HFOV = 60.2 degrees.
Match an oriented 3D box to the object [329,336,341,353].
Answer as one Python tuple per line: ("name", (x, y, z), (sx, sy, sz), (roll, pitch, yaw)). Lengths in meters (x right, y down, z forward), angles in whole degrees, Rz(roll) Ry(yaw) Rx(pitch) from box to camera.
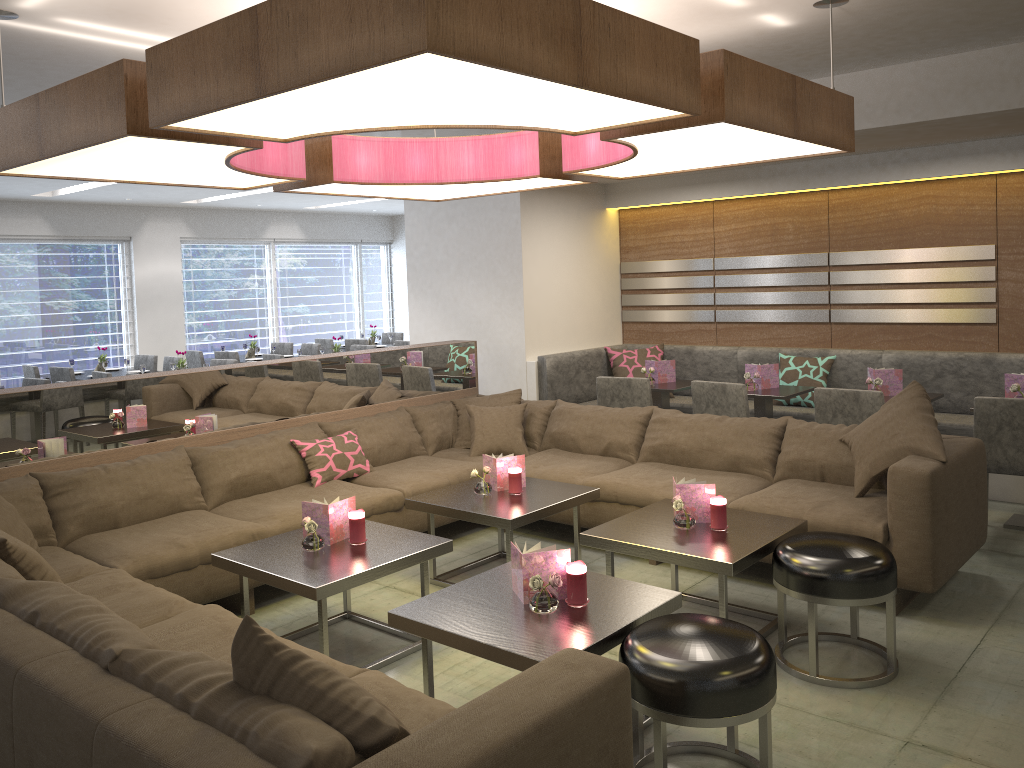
("object", (-1.807, -0.358, 9.088), (0.155, 0.275, 0.104), (1, 4, 38))

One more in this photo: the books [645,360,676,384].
("books", (1.060, -0.090, 6.317), (0.158, 0.164, 0.143), (-5, 5, -29))

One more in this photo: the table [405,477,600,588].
("table", (-0.035, 0.723, 4.201), (0.658, 0.410, 0.661), (3, 7, 41))

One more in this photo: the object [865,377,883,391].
("object", (2.126, 0.020, 5.182), (0.094, 0.125, 0.102), (-2, 4, 5))

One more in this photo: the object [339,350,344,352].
("object", (-1.718, -0.271, 8.903), (0.053, 0.139, 0.053), (-2, 3, -1))

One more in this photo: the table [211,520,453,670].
("table", (-0.687, 0.837, 3.443), (0.658, 0.410, 0.661), (3, 7, 41))

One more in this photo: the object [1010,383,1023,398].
("object", (2.700, 0.057, 4.693), (0.095, 0.125, 0.105), (1, 5, 41))

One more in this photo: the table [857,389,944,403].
("table", (2.218, 0.399, 5.231), (0.506, 0.652, 0.508), (1, 5, 41))

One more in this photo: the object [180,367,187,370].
("object", (-2.827, -0.078, 7.614), (0.053, 0.139, 0.053), (-2, 3, -1))

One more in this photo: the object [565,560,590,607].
("object", (0.201, 0.617, 2.739), (0.075, 0.128, 0.076), (-2, 3, 3))

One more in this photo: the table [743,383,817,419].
("table", (1.637, 0.360, 5.731), (0.506, 0.652, 0.508), (1, 5, 41))

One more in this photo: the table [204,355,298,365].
("table", (-2.925, 0.017, 10.109), (1.190, 0.632, 0.781), (3, 7, 41))

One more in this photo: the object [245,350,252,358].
("object", (-3.007, -0.349, 10.120), (0.070, 0.099, 0.204), (-1, 6, 11))

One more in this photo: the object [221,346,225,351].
("object", (-3.358, -0.374, 10.276), (0.053, 0.139, 0.053), (-2, 3, -1))

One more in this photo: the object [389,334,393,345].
("object", (-1.572, -0.580, 11.467), (0.053, 0.139, 0.053), (-2, 3, -1))

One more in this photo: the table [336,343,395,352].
("table", (-1.766, -0.184, 11.457), (1.190, 0.632, 0.781), (3, 7, 41))

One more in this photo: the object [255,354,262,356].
("object", (-3.029, -0.342, 10.428), (0.217, 0.015, 0.218), (0, 7, 19))

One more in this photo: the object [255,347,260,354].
("object", (-2.850, -0.349, 9.908), (0.053, 0.139, 0.053), (-2, 3, -1))

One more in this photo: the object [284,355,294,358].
("object", (-2.585, -0.313, 10.046), (0.217, 0.015, 0.218), (0, 7, 19))

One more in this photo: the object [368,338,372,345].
("object", (-1.847, -0.550, 11.468), (0.070, 0.099, 0.204), (-1, 6, 11))

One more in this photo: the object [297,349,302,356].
("object", (-2.226, -0.296, 9.272), (0.053, 0.139, 0.053), (-2, 3, -1))

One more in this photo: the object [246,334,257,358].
("object", (-2.958, -0.434, 10.078), (0.155, 0.275, 0.104), (1, 4, 38))

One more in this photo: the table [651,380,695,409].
("table", (1.056, 0.322, 6.231), (0.506, 0.652, 0.508), (1, 5, 41))

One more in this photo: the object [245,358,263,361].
("object", (-2.836, -0.269, 9.754), (0.217, 0.015, 0.218), (0, 7, 19))

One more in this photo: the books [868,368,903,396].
("books", (2.238, -0.013, 5.304), (0.157, 0.164, 0.144), (-2, 4, 6))

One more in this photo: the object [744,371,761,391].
("object", (1.542, -0.020, 5.693), (0.110, 0.125, 0.092), (-3, 4, -17))

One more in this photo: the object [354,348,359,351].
("object", (-1.598, -0.300, 9.116), (0.053, 0.139, 0.053), (-2, 3, -1))

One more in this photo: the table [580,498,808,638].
("table", (0.737, 0.774, 3.538), (0.658, 0.410, 0.661), (3, 7, 41))

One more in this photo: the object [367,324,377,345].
("object", (-1.799, -0.635, 11.426), (0.155, 0.275, 0.104), (1, 4, 38))

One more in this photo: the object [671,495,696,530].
("object", (0.683, 0.509, 3.516), (0.095, 0.128, 0.107), (-2, 4, 1))

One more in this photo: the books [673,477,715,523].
("books", (0.751, 0.478, 3.647), (0.157, 0.164, 0.144), (-2, 4, 6))

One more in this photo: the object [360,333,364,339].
("object", (-2.010, -0.608, 11.844), (0.053, 0.139, 0.053), (-2, 3, -1))

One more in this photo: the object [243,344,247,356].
("object", (-3.168, -0.407, 10.497), (0.053, 0.139, 0.053), (-2, 3, -1))

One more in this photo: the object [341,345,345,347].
("object", (-2.120, -0.500, 11.483), (0.217, 0.015, 0.218), (0, 7, 19))

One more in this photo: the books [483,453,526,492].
("books", (-0.038, 0.426, 4.329), (0.158, 0.164, 0.143), (-5, 5, -29))

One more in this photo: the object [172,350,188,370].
("object", (-2.921, -0.165, 7.793), (0.155, 0.275, 0.104), (1, 4, 38))

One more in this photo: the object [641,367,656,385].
("object", (0.957, -0.057, 6.187), (0.107, 0.125, 0.095), (-3, 4, -6))

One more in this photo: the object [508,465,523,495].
("object", (0.015, 0.454, 4.178), (0.075, 0.128, 0.076), (-1, 4, 13))

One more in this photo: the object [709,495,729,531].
("object", (0.813, 0.507, 3.482), (0.075, 0.128, 0.076), (-2, 3, 3))

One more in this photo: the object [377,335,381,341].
("object", (-1.692, -0.550, 11.254), (0.053, 0.139, 0.053), (-2, 3, -1))

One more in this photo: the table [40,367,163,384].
("table", (-4.039, 0.211, 8.814), (1.190, 0.632, 0.781), (3, 7, 41))

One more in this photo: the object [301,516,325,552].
("object", (-0.771, 0.575, 3.401), (0.095, 0.129, 0.101), (0, 4, 24))

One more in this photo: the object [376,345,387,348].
("object", (-1.677, -0.471, 11.102), (0.217, 0.015, 0.218), (0, 7, 19))

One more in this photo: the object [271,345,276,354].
("object", (-2.730, -0.378, 10.121), (0.053, 0.139, 0.053), (-2, 3, -1))

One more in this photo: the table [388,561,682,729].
("table", (0.084, 0.887, 2.779), (0.658, 0.410, 0.661), (3, 7, 41))

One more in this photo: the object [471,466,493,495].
("object", (-0.144, 0.456, 4.203), (0.102, 0.131, 0.092), (-2, 4, 6))

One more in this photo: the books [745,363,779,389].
("books", (1.644, -0.052, 5.814), (0.158, 0.164, 0.143), (-5, 5, -29))

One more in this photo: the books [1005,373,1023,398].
("books", (2.803, 0.024, 4.818), (0.158, 0.164, 0.143), (-5, 5, -29))

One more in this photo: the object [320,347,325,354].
("object", (-2.036, -0.329, 9.493), (0.053, 0.139, 0.053), (-2, 3, -1))

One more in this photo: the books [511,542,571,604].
("books", (0.092, 0.598, 2.836), (0.157, 0.164, 0.143), (-3, 4, -14))

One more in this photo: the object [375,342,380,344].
("object", (-1.869, -0.543, 11.776), (0.216, 0.015, 0.218), (-2, 7, 3))

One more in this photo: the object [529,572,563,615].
("object", (0.139, 0.626, 2.702), (0.194, 0.125, 0.095), (-4, 4, -18))

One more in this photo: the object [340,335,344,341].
("object", (-2.245, -0.578, 11.660), (0.053, 0.139, 0.053), (-2, 3, -1))

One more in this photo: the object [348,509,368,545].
("object", (-0.607, 0.560, 3.471), (0.075, 0.128, 0.076), (-1, 4, 13))

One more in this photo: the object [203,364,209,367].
("object", (-2.707, -0.108, 7.827), (0.053, 0.139, 0.053), (-2, 3, -1))

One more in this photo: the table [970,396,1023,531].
("table", (2.799, 0.437, 4.732), (0.506, 0.652, 0.508), (1, 5, 41))

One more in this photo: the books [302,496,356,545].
("books", (-0.706, 0.545, 3.524), (0.258, 0.164, 0.144), (-2, 4, 5))
